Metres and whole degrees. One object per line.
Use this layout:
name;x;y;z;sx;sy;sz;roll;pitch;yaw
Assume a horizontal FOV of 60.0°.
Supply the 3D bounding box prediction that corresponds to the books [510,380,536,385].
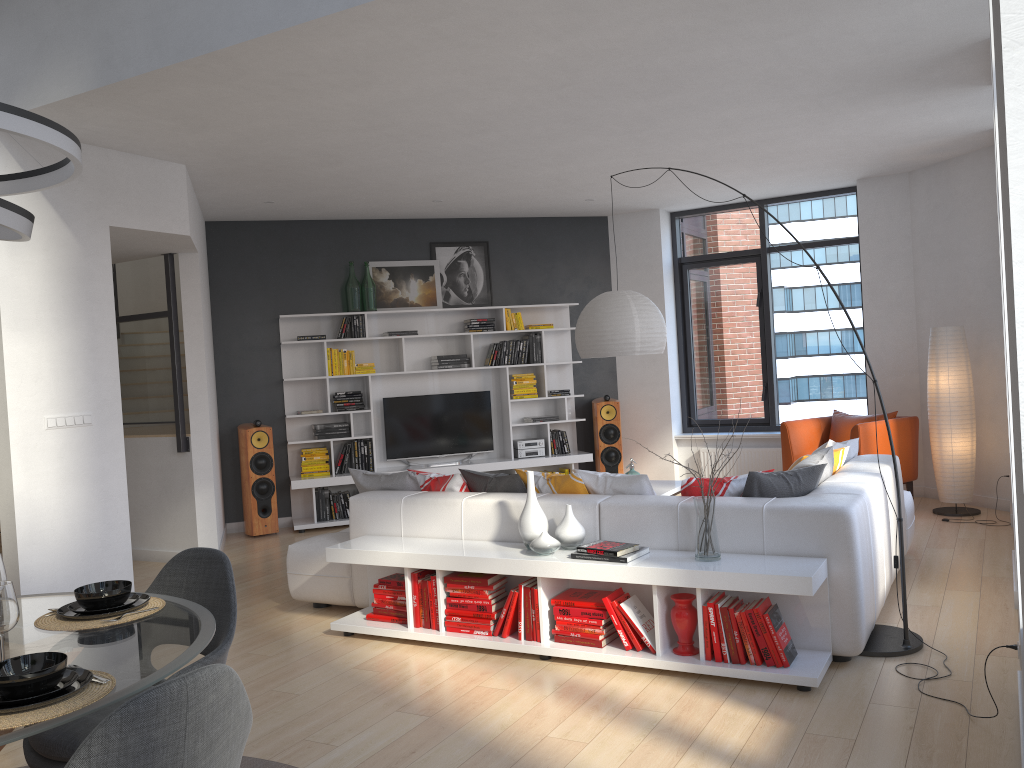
books;0.115;-0.018;9.194;0.239;0.033;0.176;-4;1;-13

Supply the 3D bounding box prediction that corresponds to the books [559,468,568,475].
books;0.544;1.011;9.202;0.029;0.270;0.204;-4;1;-16

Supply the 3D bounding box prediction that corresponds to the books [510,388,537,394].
books;0.113;0.075;9.184;0.243;0.042;0.189;-4;1;-16

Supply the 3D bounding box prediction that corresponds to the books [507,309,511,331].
books;-0.057;-0.653;9.078;0.041;0.224;0.163;-4;1;-18

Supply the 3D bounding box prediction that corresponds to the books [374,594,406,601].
books;-0.609;1.171;4.963;0.261;0.028;0.191;-3;1;29

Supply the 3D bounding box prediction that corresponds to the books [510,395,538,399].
books;0.122;0.133;9.173;0.257;0.028;0.194;-4;1;-11

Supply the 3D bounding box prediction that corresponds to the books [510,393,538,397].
books;0.115;0.108;9.179;0.257;0.024;0.203;-4;1;-13

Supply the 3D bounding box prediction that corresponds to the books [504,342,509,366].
books;-0.078;-0.308;9.096;0.068;0.243;0.179;-4;1;-17

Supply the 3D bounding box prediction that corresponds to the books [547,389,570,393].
books;0.479;0.074;9.249;0.213;0.023;0.161;-4;1;-13

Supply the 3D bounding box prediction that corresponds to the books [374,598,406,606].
books;-0.611;1.197;4.947;0.257;0.025;0.182;-3;1;29

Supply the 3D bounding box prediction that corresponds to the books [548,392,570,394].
books;0.482;0.094;9.234;0.198;0.015;0.142;-4;1;-18

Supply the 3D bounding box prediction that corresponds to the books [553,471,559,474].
books;0.442;1.027;9.164;0.035;0.250;0.185;-4;1;-16

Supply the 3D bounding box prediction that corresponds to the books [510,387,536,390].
books;0.105;0.046;9.196;0.251;0.014;0.189;-4;1;-13

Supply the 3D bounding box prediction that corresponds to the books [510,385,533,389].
books;0.101;0.030;9.174;0.217;0.023;0.145;-4;1;-12

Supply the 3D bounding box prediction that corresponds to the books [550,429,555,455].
books;0.382;0.601;9.231;0.053;0.268;0.202;-4;1;-16

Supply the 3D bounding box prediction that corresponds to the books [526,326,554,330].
books;0.285;-0.577;9.201;0.257;0.028;0.194;-4;1;-11

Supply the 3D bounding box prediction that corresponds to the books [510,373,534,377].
books;0.097;-0.092;9.210;0.223;0.023;0.163;-4;1;-12

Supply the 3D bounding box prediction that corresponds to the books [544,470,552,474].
books;0.377;1.027;9.151;0.015;0.263;0.199;-4;1;-16

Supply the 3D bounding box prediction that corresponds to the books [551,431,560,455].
books;0.440;0.614;9.237;0.049;0.236;0.170;-4;1;-16

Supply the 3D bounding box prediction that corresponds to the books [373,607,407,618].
books;-0.608;1.252;4.950;0.259;0.034;0.206;-3;1;32

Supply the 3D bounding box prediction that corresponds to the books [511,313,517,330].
books;0.007;-0.634;9.083;0.054;0.180;0.132;-4;1;-16

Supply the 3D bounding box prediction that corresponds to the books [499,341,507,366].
books;-0.106;-0.313;9.094;0.075;0.254;0.192;-4;1;-17

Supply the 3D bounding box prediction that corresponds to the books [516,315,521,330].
books;0.050;-0.627;9.076;0.046;0.161;0.108;-4;1;-17

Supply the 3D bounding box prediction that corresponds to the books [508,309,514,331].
books;-0.030;-0.655;9.095;0.054;0.224;0.164;-4;1;-17

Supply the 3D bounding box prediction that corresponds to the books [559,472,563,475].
books;0.495;1.032;9.178;0.024;0.234;0.172;-4;1;-16

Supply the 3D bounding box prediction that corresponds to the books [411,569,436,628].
books;-0.470;1.150;4.814;0.036;0.294;0.208;-3;1;29

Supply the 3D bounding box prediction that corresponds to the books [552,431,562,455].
books;0.463;0.609;9.236;0.050;0.242;0.169;-4;1;-17

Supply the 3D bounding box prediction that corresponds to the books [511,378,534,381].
books;0.107;-0.045;9.193;0.227;0.022;0.160;-3;1;0

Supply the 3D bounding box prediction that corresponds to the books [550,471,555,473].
books;0.416;1.028;9.159;0.019;0.251;0.180;-4;1;-16

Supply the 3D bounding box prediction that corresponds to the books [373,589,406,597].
books;-0.616;1.144;4.947;0.269;0.028;0.179;-3;1;30

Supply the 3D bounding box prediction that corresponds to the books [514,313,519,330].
books;0.028;-0.635;9.081;0.044;0.178;0.128;-4;1;-16

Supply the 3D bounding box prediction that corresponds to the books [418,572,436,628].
books;-0.438;1.166;4.800;0.031;0.255;0.181;-3;1;29

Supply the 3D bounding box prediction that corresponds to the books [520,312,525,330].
books;0.087;-0.642;9.110;0.044;0.184;0.142;-4;1;-15

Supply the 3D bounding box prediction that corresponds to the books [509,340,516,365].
books;-0.012;-0.322;9.121;0.066;0.260;0.197;-4;1;-16

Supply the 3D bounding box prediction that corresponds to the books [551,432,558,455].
books;0.415;0.615;9.237;0.053;0.240;0.189;-4;1;-16

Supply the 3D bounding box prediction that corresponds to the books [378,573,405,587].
books;-0.617;1.092;4.938;0.206;0.029;0.152;-3;1;35

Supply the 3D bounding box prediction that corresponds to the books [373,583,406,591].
books;-0.617;1.119;4.950;0.254;0.025;0.178;-3;1;28

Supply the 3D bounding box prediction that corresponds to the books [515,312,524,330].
books;0.068;-0.640;9.096;0.064;0.184;0.141;-4;1;-15

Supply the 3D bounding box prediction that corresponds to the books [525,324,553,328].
books;0.278;-0.603;9.208;0.257;0.024;0.203;-4;1;-13

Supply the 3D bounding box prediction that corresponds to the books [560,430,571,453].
books;0.542;0.607;9.295;0.077;0.233;0.179;-4;1;-16

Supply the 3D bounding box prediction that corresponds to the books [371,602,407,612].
books;-0.622;1.223;4.947;0.266;0.026;0.187;-3;1;35

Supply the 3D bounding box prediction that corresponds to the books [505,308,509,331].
books;-0.074;-0.653;9.054;0.041;0.229;0.161;-4;1;-17

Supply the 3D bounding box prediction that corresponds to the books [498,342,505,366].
books;-0.120;-0.304;9.063;0.069;0.242;0.172;-4;1;-15

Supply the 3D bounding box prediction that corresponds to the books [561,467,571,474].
books;0.567;1.009;9.218;0.025;0.270;0.213;-4;1;-16

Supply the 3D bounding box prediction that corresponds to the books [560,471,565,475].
books;0.519;1.030;9.189;0.024;0.234;0.172;-4;1;-16

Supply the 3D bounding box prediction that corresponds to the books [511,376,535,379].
books;0.114;-0.069;9.192;0.223;0.023;0.163;-4;1;-12

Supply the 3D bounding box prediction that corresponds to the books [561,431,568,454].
books;0.518;0.606;9.255;0.066;0.242;0.177;-4;1;-16

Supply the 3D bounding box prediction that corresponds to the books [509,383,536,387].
books;0.106;0.009;9.193;0.239;0.019;0.171;-4;1;-16

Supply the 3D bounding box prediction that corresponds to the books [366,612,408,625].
books;-0.624;1.286;4.952;0.301;0.032;0.227;-3;1;29

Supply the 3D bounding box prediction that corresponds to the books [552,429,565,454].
books;0.487;0.602;9.254;0.066;0.255;0.193;-4;1;-16

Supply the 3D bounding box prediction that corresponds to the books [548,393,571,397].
books;0.485;0.113;9.233;0.213;0.023;0.161;-4;1;-13

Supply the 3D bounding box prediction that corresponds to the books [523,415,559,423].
books;0.303;0.363;9.228;0.310;0.047;0.250;-4;1;-21

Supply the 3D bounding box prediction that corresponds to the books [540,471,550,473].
books;0.348;1.031;9.140;0.044;0.255;0.198;-4;1;-16
